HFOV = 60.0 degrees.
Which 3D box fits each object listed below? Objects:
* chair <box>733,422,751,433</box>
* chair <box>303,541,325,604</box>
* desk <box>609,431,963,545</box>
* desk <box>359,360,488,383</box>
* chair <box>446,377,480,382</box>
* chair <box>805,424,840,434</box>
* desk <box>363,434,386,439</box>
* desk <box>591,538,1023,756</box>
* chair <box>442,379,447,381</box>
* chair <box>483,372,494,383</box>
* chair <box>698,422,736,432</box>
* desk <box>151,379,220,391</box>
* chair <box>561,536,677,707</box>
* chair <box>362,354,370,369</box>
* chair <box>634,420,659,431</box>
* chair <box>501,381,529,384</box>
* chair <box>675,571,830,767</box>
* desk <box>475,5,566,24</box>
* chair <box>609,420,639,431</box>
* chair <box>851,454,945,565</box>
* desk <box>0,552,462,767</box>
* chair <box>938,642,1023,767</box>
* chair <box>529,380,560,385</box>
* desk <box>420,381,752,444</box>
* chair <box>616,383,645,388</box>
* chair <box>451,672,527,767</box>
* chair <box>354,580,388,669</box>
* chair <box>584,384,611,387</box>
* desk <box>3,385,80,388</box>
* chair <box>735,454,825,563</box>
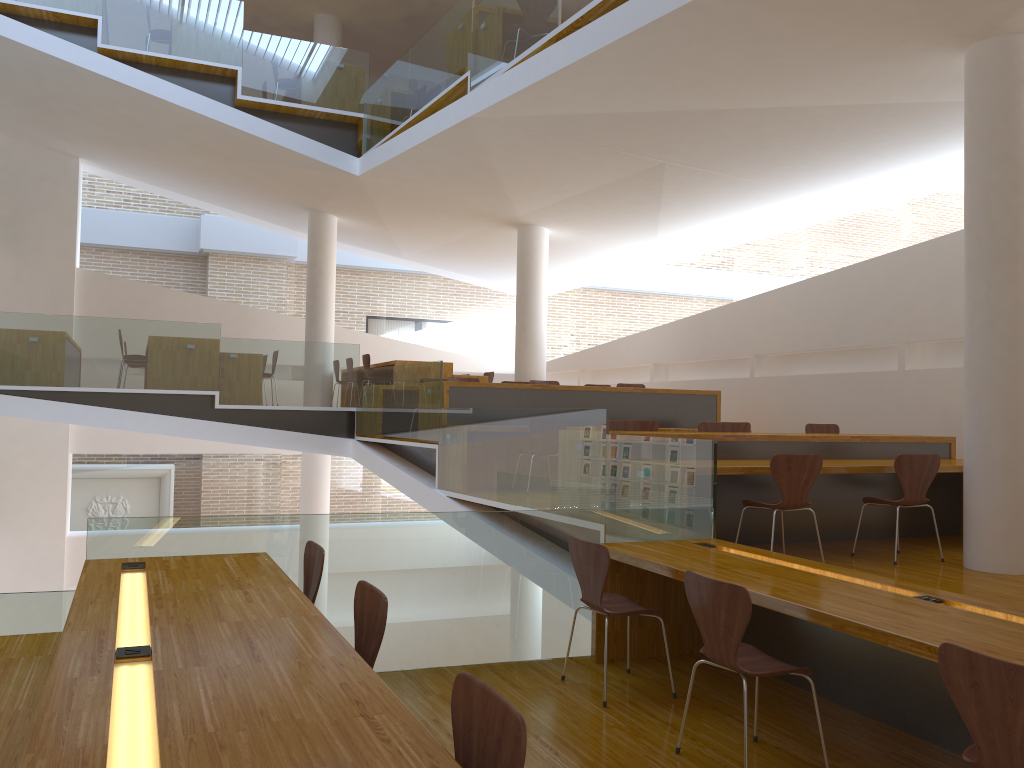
[{"bbox_3d":[2.185,0.734,9.106,0.428,0.693,0.381,2,-2,-23],"label":"chair"},{"bbox_3d":[-0.994,1.024,3.675,0.381,0.693,0.428,2,-2,-23],"label":"chair"},{"bbox_3d":[2.142,0.770,6.534,3.243,0.785,1.527,2,-2,-23],"label":"desk"},{"bbox_3d":[-1.511,0.139,12.789,1.247,0.762,3.194,2,-2,-23],"label":"desk"},{"bbox_3d":[-0.470,0.272,9.468,0.428,0.693,0.381,2,-2,-23],"label":"chair"},{"bbox_3d":[2.864,0.702,7.854,0.428,0.693,0.381,2,-2,-23],"label":"chair"},{"bbox_3d":[-0.099,0.375,11.025,3.356,0.606,0.760,2,-2,-23],"label":"desk"},{"bbox_3d":[1.387,1.106,3.279,0.760,0.606,3.185,2,-2,-23],"label":"desk"},{"bbox_3d":[-0.920,0.289,10.240,0.428,0.693,0.381,2,-2,-23],"label":"chair"},{"bbox_3d":[-0.483,0.170,12.374,0.381,0.693,0.428,2,-2,-23],"label":"chair"},{"bbox_3d":[1.820,0.667,7.452,0.428,0.693,0.381,2,-2,-23],"label":"chair"},{"bbox_3d":[-4.120,-0.106,11.612,1.248,0.757,3.196,2,-2,-23],"label":"desk"},{"bbox_3d":[0.495,1.069,4.130,0.381,0.693,0.428,2,-2,-23],"label":"chair"},{"bbox_3d":[-1.732,-0.029,11.463,0.381,0.693,0.428,2,-2,-23],"label":"chair"},{"bbox_3d":[1.171,0.698,8.633,0.428,0.693,0.381,2,-2,-23],"label":"chair"},{"bbox_3d":[-0.026,0.320,10.620,0.428,0.693,0.381,2,-2,-23],"label":"chair"},{"bbox_3d":[0.876,1.046,3.237,0.381,0.693,0.428,2,-2,-23],"label":"chair"},{"bbox_3d":[1.090,-2.996,8.824,3.223,0.815,1.250,2,-2,-23],"label":"desk"},{"bbox_3d":[0.927,0.636,7.071,0.428,0.693,0.381,2,-2,-23],"label":"chair"},{"bbox_3d":[2.519,0.797,5.798,0.428,0.693,0.381,2,-2,-23],"label":"chair"},{"bbox_3d":[-1.126,1.182,2.412,1.285,0.918,3.236,2,-2,-23],"label":"desk"},{"bbox_3d":[1.350,1.021,2.223,0.381,0.693,0.428,2,-2,-23],"label":"chair"},{"bbox_3d":[0.423,0.302,9.849,0.428,0.693,0.381,2,-2,-23],"label":"chair"},{"bbox_3d":[0.773,0.537,9.185,3.216,1.022,1.248,2,-2,-23],"label":"desk"},{"bbox_3d":[1.455,0.336,10.246,0.428,0.693,0.381,2,-2,-23],"label":"chair"},{"bbox_3d":[-0.209,0.973,1.738,0.381,0.693,0.428,2,-2,-23],"label":"chair"},{"bbox_3d":[-0.613,1.001,2.782,0.381,0.693,0.428,2,-2,-23],"label":"chair"},{"bbox_3d":[0.988,0.356,11.093,0.428,0.693,0.381,2,-2,-23],"label":"chair"},{"bbox_3d":[-5.805,-0.239,10.898,0.760,0.606,3.194,2,-2,-23],"label":"desk"},{"bbox_3d":[1.626,0.766,5.418,0.428,0.693,0.381,2,-2,-23],"label":"chair"}]
